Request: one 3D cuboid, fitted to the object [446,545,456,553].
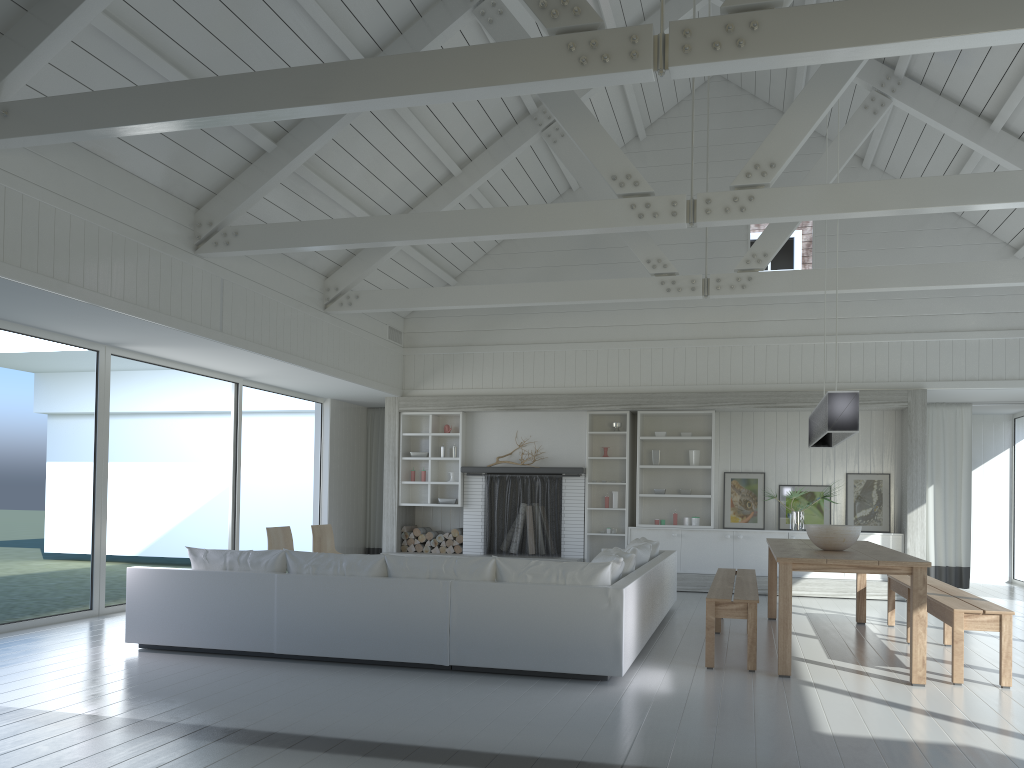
[{"bbox_3d":[-0.748,2.220,11.843,0.134,0.146,0.551,0,-7,15],"label":"object"}]

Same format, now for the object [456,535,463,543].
[{"bbox_3d":[-0.629,2.066,11.798,0.109,0.109,0.497,0,-7,13],"label":"object"}]

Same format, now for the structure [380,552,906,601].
[{"bbox_3d":[1.599,2.433,11.530,6.349,0.345,1.893,-1,-7,15],"label":"structure"}]

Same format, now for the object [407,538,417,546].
[{"bbox_3d":[-1.291,2.138,11.972,0.109,0.109,0.497,0,-7,13],"label":"object"}]

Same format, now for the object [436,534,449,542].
[{"bbox_3d":[-0.892,2.067,11.868,0.109,0.109,0.497,0,-7,13],"label":"object"}]

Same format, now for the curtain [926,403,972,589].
[{"bbox_3d":[5.349,1.419,11.293,1.006,2.365,0.117,0,-1,15],"label":"curtain"}]

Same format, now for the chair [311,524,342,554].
[{"bbox_3d":[-1.833,1.863,9.199,0.555,0.778,0.598,0,-3,15],"label":"chair"}]

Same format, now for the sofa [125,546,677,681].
[{"bbox_3d":[-0.484,1.719,7.690,3.476,0.735,4.158,-1,-7,15],"label":"sofa"}]

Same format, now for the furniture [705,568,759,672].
[{"bbox_3d":[1.787,1.821,7.081,0.340,0.469,2.696,0,-7,15],"label":"furniture"}]

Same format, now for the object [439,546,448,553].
[{"bbox_3d":[-0.849,2.226,11.861,0.108,0.106,0.517,0,-7,13],"label":"object"}]

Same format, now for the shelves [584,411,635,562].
[{"bbox_3d":[1.266,1.375,11.350,0.540,1.995,0.606,1,-2,15],"label":"shelves"}]

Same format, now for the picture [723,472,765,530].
[{"bbox_3d":[2.866,1.440,10.882,0.494,0.702,0.065,0,-1,15],"label":"picture"}]

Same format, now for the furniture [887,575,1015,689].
[{"bbox_3d":[3.235,1.796,6.696,0.340,0.469,2.696,0,-7,15],"label":"furniture"}]

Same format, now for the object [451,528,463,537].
[{"bbox_3d":[-0.689,1.987,11.816,0.110,0.110,0.497,0,-7,13],"label":"object"}]

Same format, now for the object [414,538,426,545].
[{"bbox_3d":[-1.203,2.126,11.942,0.080,0.079,0.480,0,-7,13],"label":"object"}]

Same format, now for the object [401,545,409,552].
[{"bbox_3d":[-1.374,2.235,12.001,0.108,0.106,0.517,0,-7,13],"label":"object"}]

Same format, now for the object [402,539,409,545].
[{"bbox_3d":[-1.377,2.142,11.982,0.080,0.079,0.480,0,-7,13],"label":"object"}]

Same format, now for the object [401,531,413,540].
[{"bbox_3d":[-1.371,2.054,11.996,0.109,0.109,0.497,0,-7,13],"label":"object"}]

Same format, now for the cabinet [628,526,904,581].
[{"bbox_3d":[3.053,2.063,10.834,3.181,0.549,0.657,-1,-5,15],"label":"cabinet"}]

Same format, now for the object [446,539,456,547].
[{"bbox_3d":[-0.766,2.128,11.833,0.109,0.109,0.497,0,-7,13],"label":"object"}]

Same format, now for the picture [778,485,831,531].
[{"bbox_3d":[3.557,1.504,10.707,0.609,0.552,0.054,0,-1,15],"label":"picture"}]

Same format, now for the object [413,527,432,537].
[{"bbox_3d":[-1.206,2.003,11.954,0.110,0.110,0.497,0,-7,13],"label":"object"}]

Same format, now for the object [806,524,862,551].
[{"bbox_3d":[2.371,1.136,6.507,0.389,0.184,0.392,0,-6,6],"label":"object"}]

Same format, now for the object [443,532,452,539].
[{"bbox_3d":[-0.817,2.026,11.835,0.086,0.091,0.482,0,-7,13],"label":"object"}]

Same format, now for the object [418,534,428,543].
[{"bbox_3d":[-1.140,2.080,11.933,0.109,0.109,0.497,0,-7,13],"label":"object"}]

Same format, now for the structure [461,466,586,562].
[{"bbox_3d":[0.211,1.749,11.606,1.616,1.283,0.863,0,-3,15],"label":"structure"}]

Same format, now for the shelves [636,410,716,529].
[{"bbox_3d":[2.085,1.085,11.138,0.939,1.440,0.607,0,-2,15],"label":"shelves"}]

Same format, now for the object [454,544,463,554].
[{"bbox_3d":[-0.652,2.201,11.802,0.110,0.110,0.497,0,-7,13],"label":"object"}]

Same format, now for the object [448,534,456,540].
[{"bbox_3d":[-0.756,2.036,11.819,0.080,0.079,0.480,0,-7,13],"label":"object"}]

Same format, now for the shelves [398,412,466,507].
[{"bbox_3d":[-1.005,1.019,11.829,0.865,1.236,0.551,0,-2,15],"label":"shelves"}]

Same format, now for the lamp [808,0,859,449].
[{"bbox_3d":[2.516,-1.667,6.913,0.200,4.233,1.913,1,-2,15],"label":"lamp"}]

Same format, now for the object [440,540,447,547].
[{"bbox_3d":[-0.852,2.132,11.842,0.080,0.079,0.480,0,-7,13],"label":"object"}]

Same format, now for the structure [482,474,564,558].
[{"bbox_3d":[0.121,1.681,11.263,1.097,1.061,0.117,0,-1,15],"label":"structure"}]

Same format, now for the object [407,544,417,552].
[{"bbox_3d":[-1.273,2.229,11.983,0.134,0.146,0.551,0,-7,15],"label":"object"}]

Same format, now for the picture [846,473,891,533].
[{"bbox_3d":[4.249,1.416,10.514,0.494,0.702,0.065,0,-1,15],"label":"picture"}]

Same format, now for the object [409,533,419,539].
[{"bbox_3d":[-1.281,2.045,11.958,0.080,0.079,0.480,0,-7,13],"label":"object"}]

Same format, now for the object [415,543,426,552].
[{"bbox_3d":[-1.177,2.210,11.941,0.110,0.110,0.497,0,-7,13],"label":"object"}]

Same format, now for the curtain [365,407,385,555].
[{"bbox_3d":[-1.889,1.527,13.073,0.630,2.365,0.117,1,-1,14],"label":"curtain"}]

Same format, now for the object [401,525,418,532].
[{"bbox_3d":[-1.389,1.963,11.989,0.080,0.079,0.480,0,-7,13],"label":"object"}]

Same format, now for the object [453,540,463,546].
[{"bbox_3d":[-0.678,2.117,11.803,0.080,0.079,0.480,0,-7,13],"label":"object"}]

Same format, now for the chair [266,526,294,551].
[{"bbox_3d":[-2.088,1.764,8.459,0.555,0.778,0.598,0,-3,15],"label":"chair"}]
